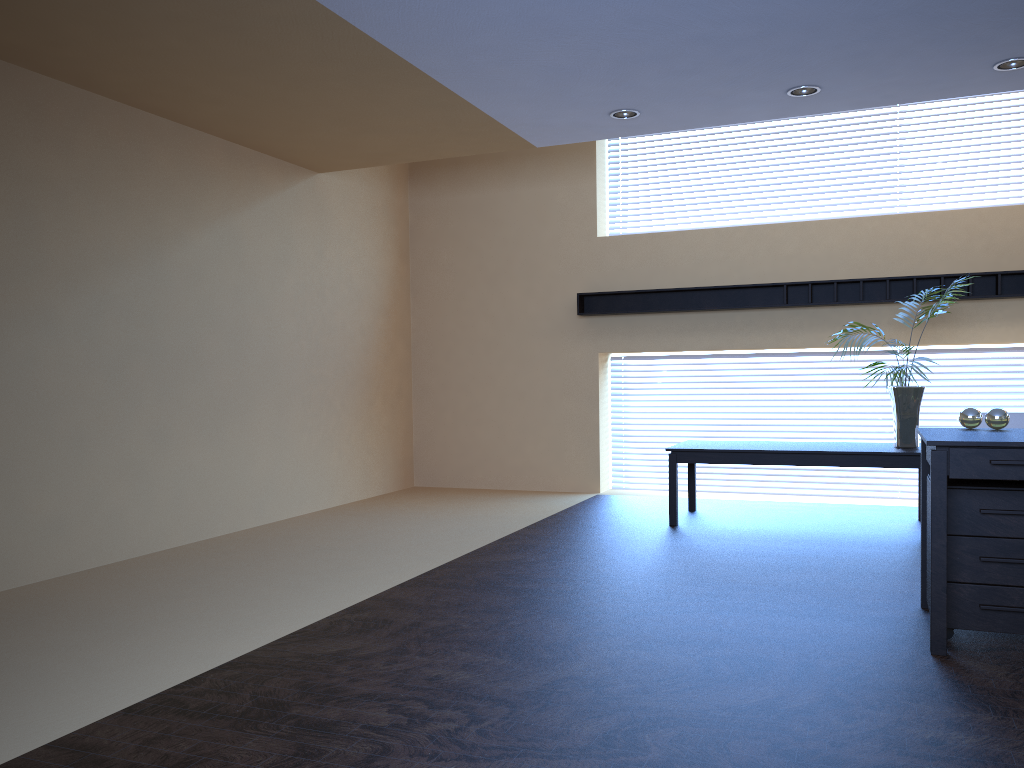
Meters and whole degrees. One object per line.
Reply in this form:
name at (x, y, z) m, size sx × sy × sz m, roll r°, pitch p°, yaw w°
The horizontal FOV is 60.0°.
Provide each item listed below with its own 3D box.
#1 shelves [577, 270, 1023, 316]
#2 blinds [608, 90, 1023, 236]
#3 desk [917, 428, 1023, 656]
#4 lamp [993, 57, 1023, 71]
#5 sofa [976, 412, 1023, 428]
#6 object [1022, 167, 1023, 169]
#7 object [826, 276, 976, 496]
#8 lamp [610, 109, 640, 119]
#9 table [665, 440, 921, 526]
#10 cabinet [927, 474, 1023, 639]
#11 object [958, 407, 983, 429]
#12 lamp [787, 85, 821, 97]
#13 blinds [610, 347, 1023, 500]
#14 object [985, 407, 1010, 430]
shelves at (3.542, -0.807, 6.991) m, size 6.622 × 0.213 × 1.248 m, roll -1°, pitch 1°, yaw 22°
blinds at (3.482, -2.207, 8.024) m, size 5.391 × 1.462 × 0.039 m, roll -1°, pitch 2°, yaw 22°
desk at (2.742, 0.661, 3.684) m, size 1.895 × 0.891 × 0.913 m, roll -1°, pitch 1°, yaw 22°
lamp at (3.034, -1.981, 5.368) m, size 0.208 × 0.096 × 0.209 m, roll -1°, pitch 1°, yaw -8°
sofa at (4.133, 0.636, 6.148) m, size 2.056 × 0.849 × 1.013 m, roll -1°, pitch 1°, yaw 22°
object at (4.510, -1.839, 7.317) m, size 0.437 × 0.696 × 0.351 m, roll -1°, pitch 2°, yaw 2°
object at (3.290, 0.136, 7.049) m, size 1.040 × 1.861 × 1.895 m, roll 1°, pitch 2°, yaw 42°
lamp at (0.798, -1.955, 6.277) m, size 0.209 × 0.096 × 0.208 m, roll -1°, pitch 1°, yaw 22°
table at (2.235, 0.783, 6.919) m, size 1.895 × 0.603 × 0.897 m, roll -1°, pitch 1°, yaw 22°
cabinet at (2.200, 0.771, 3.924) m, size 0.634 × 0.680 × 0.500 m, roll 0°, pitch 2°, yaw 22°
object at (2.226, 0.165, 4.305) m, size 0.105 × 0.105 × 0.105 m, roll 0°, pitch 2°, yaw 41°
lamp at (1.916, -1.968, 5.823) m, size 0.208 × 0.096 × 0.209 m, roll -1°, pitch 1°, yaw -8°
blinds at (3.522, 0.370, 8.115) m, size 5.391 × 1.368 × 0.047 m, roll -1°, pitch 2°, yaw 22°
object at (2.308, 0.164, 4.217) m, size 0.105 × 0.105 × 0.105 m, roll 0°, pitch 2°, yaw 41°
